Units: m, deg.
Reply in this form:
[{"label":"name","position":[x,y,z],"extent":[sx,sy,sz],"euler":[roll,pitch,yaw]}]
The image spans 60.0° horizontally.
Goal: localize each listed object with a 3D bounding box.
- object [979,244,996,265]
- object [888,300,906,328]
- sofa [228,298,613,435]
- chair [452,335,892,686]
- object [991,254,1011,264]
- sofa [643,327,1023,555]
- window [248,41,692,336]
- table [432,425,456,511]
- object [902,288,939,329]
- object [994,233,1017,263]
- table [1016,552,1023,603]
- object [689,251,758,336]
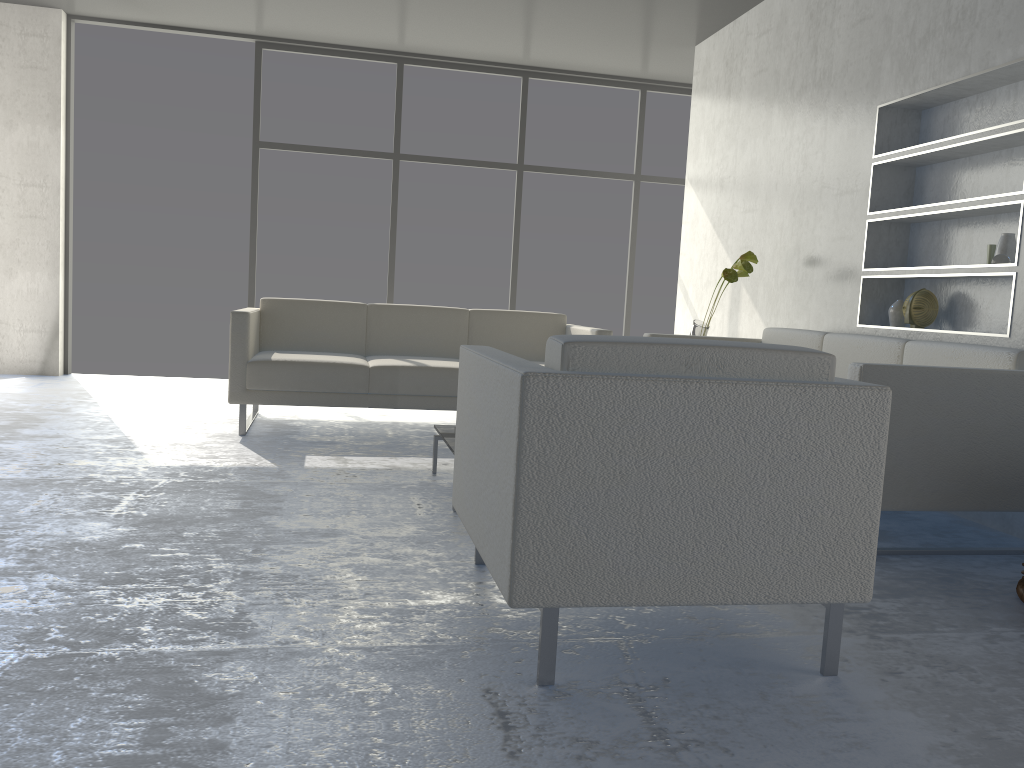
[{"label":"object","position":[1.840,-0.488,3.409],"extent":[0.074,0.094,0.074],"euler":[8,7,42]},{"label":"object","position":[1.722,-0.311,3.949],"extent":[0.086,0.128,0.086],"euler":[3,5,-1]},{"label":"sofa","position":[-0.494,-0.089,4.755],"extent":[1.881,0.658,0.821],"euler":[2,6,-12]},{"label":"chair","position":[0.288,0.210,2.085],"extent":[0.748,0.662,0.821],"euler":[2,6,-12]},{"label":"object","position":[1.804,-0.455,3.271],"extent":[0.064,0.050,0.064],"euler":[3,6,-6]},{"label":"sofa","position":[1.208,0.117,3.619],"extent":[0.821,0.658,1.881],"euler":[2,6,-12]},{"label":"window","position":[0.063,-1.184,6.972],"extent":[4.080,2.477,0.037],"euler":[2,6,-12]},{"label":"table","position":[0.121,0.314,3.377],"extent":[0.773,0.190,0.730],"euler":[2,6,-12]},{"label":"object","position":[1.727,-0.322,3.796],"extent":[0.088,0.179,0.163],"euler":[1,6,-22]},{"label":"object","position":[1.852,-0.498,3.324],"extent":[0.079,0.130,0.079],"euler":[2,6,-14]},{"label":"table","position":[1.573,0.422,2.281],"extent":[0.452,0.358,0.452],"euler":[-1,7,-37]},{"label":"object","position":[1.053,-0.186,4.658],"extent":[0.387,1.051,0.400],"euler":[5,6,16]}]
